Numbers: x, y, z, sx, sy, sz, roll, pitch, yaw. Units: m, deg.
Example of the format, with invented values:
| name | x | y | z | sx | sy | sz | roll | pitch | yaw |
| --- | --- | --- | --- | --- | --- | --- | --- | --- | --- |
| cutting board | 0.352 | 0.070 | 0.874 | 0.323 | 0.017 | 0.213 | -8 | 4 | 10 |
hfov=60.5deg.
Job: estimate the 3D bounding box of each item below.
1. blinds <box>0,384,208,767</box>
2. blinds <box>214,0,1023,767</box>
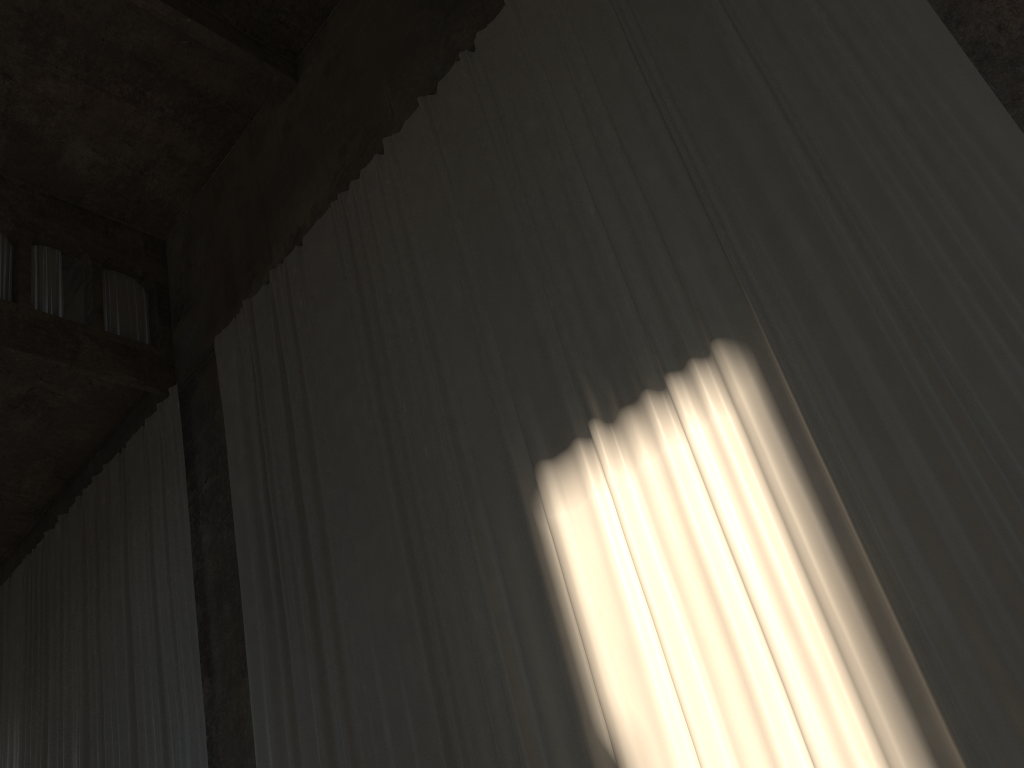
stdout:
| name | x | y | z | sx | sy | sz | roll | pitch | yaw |
| --- | --- | --- | --- | --- | --- | --- | --- | --- | --- |
| blinds | -5.946 | 5.562 | 11.483 | 0.279 | 8.181 | 8.122 | 14 | -41 | -43 |
| blinds | -0.020 | 0.846 | 6.671 | 0.279 | 8.181 | 8.122 | 14 | -41 | -43 |
